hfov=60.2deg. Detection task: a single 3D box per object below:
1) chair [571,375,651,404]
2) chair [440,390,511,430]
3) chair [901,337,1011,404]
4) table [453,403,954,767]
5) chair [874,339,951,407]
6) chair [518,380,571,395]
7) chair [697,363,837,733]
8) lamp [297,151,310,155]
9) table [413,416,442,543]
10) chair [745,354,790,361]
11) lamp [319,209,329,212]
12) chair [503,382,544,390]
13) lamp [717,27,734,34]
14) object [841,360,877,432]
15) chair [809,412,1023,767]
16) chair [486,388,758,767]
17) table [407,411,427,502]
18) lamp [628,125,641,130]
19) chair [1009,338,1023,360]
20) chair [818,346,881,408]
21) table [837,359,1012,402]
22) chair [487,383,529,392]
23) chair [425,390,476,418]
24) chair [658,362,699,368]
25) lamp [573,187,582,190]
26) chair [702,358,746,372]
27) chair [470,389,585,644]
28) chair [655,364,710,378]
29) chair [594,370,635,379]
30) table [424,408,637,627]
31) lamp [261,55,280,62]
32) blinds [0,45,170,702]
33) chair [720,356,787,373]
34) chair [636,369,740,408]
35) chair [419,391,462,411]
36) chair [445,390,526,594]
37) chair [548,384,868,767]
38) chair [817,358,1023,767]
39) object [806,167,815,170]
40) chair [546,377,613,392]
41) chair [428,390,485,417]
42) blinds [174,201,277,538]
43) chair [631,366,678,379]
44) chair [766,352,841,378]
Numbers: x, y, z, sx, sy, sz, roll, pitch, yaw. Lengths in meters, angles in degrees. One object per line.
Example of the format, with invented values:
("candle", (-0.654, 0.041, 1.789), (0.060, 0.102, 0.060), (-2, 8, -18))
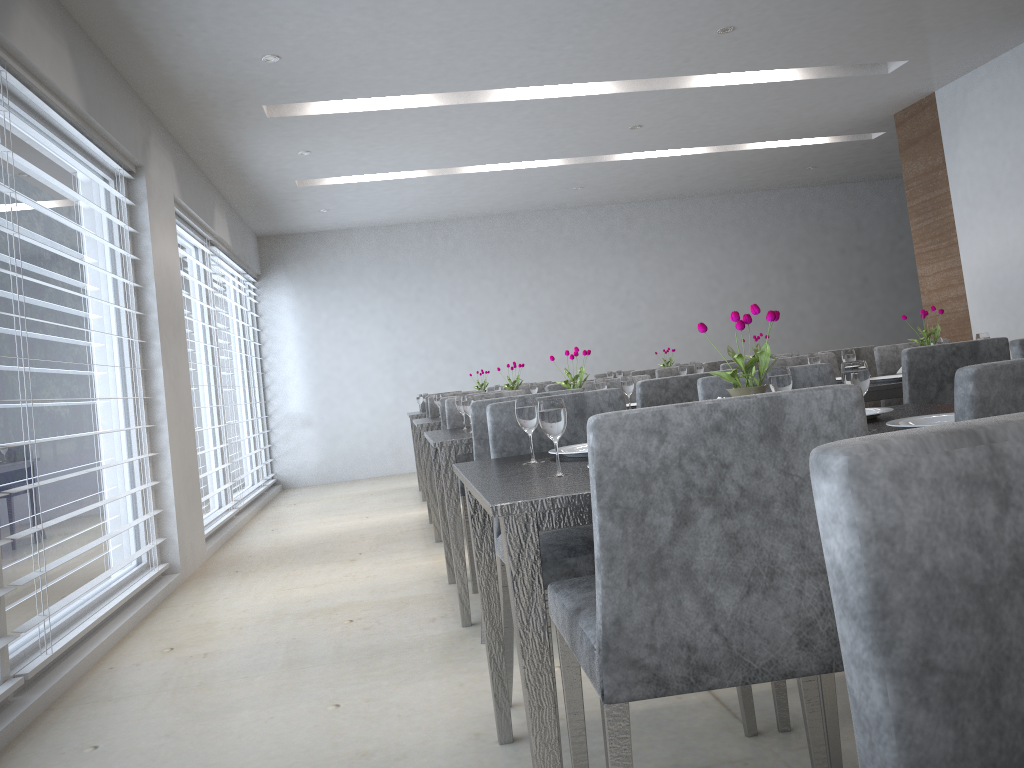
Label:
("chair", (0.511, 0.356, 3.839), (0.477, 0.766, 0.490), (-7, -3, -3))
("chair", (-0.155, 0.428, 4.741), (0.477, 0.766, 0.490), (-7, -3, -3))
("chair", (1.575, 0.234, 3.278), (0.477, 0.766, 0.490), (-7, -3, -3))
("table", (0.535, 0.432, 1.781), (1.190, 0.637, 0.774), (-7, -1, -8))
("chair", (2.004, 0.177, 4.063), (0.477, 0.766, 0.490), (-7, -3, -3))
("chair", (0.274, 0.371, 5.526), (0.477, 0.766, 0.490), (-7, -3, -3))
("chair", (0.746, 0.341, 2.169), (0.477, 0.766, 0.490), (-7, -3, -3))
("lamp", (-1.416, -1.570, 6.016), (0.088, 0.007, 0.089), (-6, 1, 37))
("table", (0.063, 0.462, 5.138), (1.190, 0.637, 0.774), (-7, -1, -8))
("chair", (1.767, 0.192, 5.750), (0.477, 0.766, 0.490), (-7, -3, -3))
("lamp", (-1.685, -1.553, 7.927), (0.088, 0.007, 0.089), (-6, 1, 37))
("chair", (0.109, 0.382, 6.632), (0.478, 0.766, 0.489), (-6, -3, -13))
("lamp", (1.122, -1.861, 4.653), (0.088, 0.007, 0.089), (-6, 1, 37))
("object", (0.686, 0.024, 1.752), (0.053, 0.140, 0.053), (-10, -4, 40))
("chair", (0.457, 0.390, 0.326), (0.478, 0.766, 0.489), (-6, -3, -13))
("chair", (0.208, 0.405, 2.096), (0.478, 0.766, 0.489), (-6, -3, -13))
("table", (-0.184, 0.478, 6.895), (1.190, 0.637, 0.774), (-7, -1, -8))
("lamp", (0.882, -1.846, 6.360), (0.088, 0.007, 0.089), (-6, 1, 37))
("chair", (1.701, 0.227, 2.320), (0.478, 0.766, 0.489), (-6, -3, -13))
("chair", (1.848, 0.188, 5.100), (0.478, 0.766, 0.489), (-6, -3, -13))
("table", (1.793, 0.268, 3.675), (1.190, 0.637, 0.774), (-7, -1, -8))
("chair", (0.027, 0.386, 7.283), (0.477, 0.766, 0.490), (-7, -3, -3))
("chair", (-0.402, 0.443, 6.498), (0.477, 0.766, 0.490), (-7, -3, -3))
("chair", (1.520, 0.208, 7.506), (0.477, 0.766, 0.490), (-7, -3, -3))
("lamp", (0.614, -1.829, 8.272), (0.088, 0.007, 0.089), (-6, 1, 37))
("chair", (1.601, 0.203, 6.856), (0.478, 0.766, 0.489), (-6, -3, -13))
("chair", (0.082, 0.413, 3.054), (0.477, 0.766, 0.490), (-7, -3, -3))
("chair", (1.230, 0.256, 5.678), (0.478, 0.766, 0.489), (-6, -3, -13))
("chair", (0.983, 0.272, 7.434), (0.478, 0.766, 0.489), (-6, -3, -13))
("table", (0.300, 0.447, 3.451), (1.190, 0.637, 0.774), (-7, -1, -8))
("lamp", (-1.177, -1.586, 4.309), (0.088, 0.007, 0.089), (-6, 1, 37))
("blinds", (-1.343, -0.141, 0.957), (0.045, 2.049, 7.068), (-6, 0, -8))
("chair", (1.338, 0.249, 4.965), (0.477, 0.766, 0.490), (-7, -3, -3))
("chair", (0.592, 0.351, 3.189), (0.478, 0.766, 0.489), (-6, -3, -13))
("chair", (-0.510, 0.451, 7.210), (0.478, 0.766, 0.489), (-6, -3, -13))
("chair", (-0.026, 0.420, 3.767), (0.478, 0.766, 0.489), (-6, -3, -13))
("chair", (0.317, 0.398, 1.384), (0.477, 0.766, 0.490), (-7, -3, -3))
("chair", (0.827, 0.336, 1.518), (0.478, 0.766, 0.489), (-6, -3, -13))
("object", (2.912, -2.104, 8.617), (0.088, 0.007, 0.089), (-6, 1, 37))
("chair", (0.355, 0.366, 4.876), (0.478, 0.766, 0.489), (-6, -3, -13))
("chair", (-0.263, 0.435, 5.454), (0.478, 0.766, 0.489), (-6, -3, -13))
("blinds", (-2.177, -0.088, 6.896), (0.045, 2.051, 3.635), (-6, -1, -8))
("chair", (1.091, 0.265, 6.721), (0.477, 0.766, 0.490), (-7, -3, -3))
("chair", (1.467, 0.241, 3.990), (0.478, 0.766, 0.489), (-6, -3, -13))
